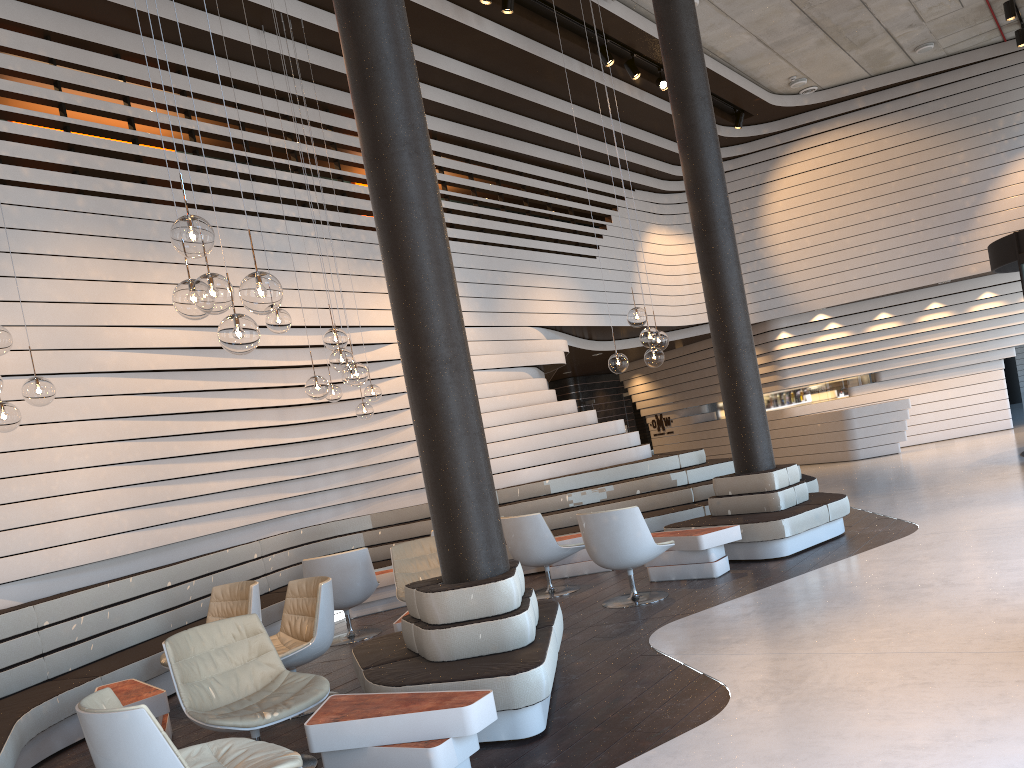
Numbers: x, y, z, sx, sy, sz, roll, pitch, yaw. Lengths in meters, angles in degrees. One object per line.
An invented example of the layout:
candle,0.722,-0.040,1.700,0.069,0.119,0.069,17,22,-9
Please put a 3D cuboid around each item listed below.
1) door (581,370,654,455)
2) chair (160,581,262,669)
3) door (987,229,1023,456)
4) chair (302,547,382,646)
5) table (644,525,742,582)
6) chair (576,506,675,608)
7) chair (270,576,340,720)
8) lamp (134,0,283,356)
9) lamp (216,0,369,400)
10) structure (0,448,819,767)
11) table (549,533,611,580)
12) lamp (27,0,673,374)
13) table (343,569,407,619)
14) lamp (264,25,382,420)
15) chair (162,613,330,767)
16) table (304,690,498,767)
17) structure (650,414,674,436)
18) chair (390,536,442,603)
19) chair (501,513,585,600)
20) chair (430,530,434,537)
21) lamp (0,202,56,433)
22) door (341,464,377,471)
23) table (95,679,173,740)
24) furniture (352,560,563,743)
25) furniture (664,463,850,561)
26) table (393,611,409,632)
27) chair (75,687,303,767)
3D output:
door,2.608,0.980,21.007,1.798,2.708,0.078,-10,2,41
chair,-2.058,1.826,6.149,0.666,0.768,0.699,-11,-1,43
door,7.893,-0.706,10.861,3.253,2.859,3.202,-12,-2,42
chair,-1.460,1.814,7.616,0.653,0.768,0.714,-10,-1,-10
table,1.479,1.462,7.545,0.920,0.371,0.407,-13,-2,38
chair,0.910,1.328,6.973,0.666,0.768,0.700,-11,-1,36
chair,-1.427,1.670,5.577,0.700,0.768,0.666,-10,-1,-34
lamp,-1.549,-2.421,3.462,0.550,4.687,0.289,-10,2,21
lamp,-1.687,-2.239,5.909,0.314,4.754,0.651,-8,3,44
structure,-2.829,1.832,5.331,5.856,0.929,17.960,-13,-4,32
table,0.682,1.693,8.765,0.910,0.371,0.411,-11,-1,9
lamp,2.644,-2.418,12.414,9.170,4.624,41.307,-12,-4,35
table,-1.361,2.076,8.795,0.898,0.371,0.417,-10,-1,-17
lamp,-1.864,-1.973,8.092,0.531,4.726,0.332,-11,2,-2
chair,-1.288,1.560,4.340,0.721,0.768,0.646,-11,-1,39
table,-0.524,1.584,3.821,0.918,0.371,0.408,-12,-2,29
structure,3.350,0.909,19.779,0.017,0.470,0.812,-12,-1,-29
chair,-0.588,1.603,6.903,0.652,0.768,0.715,-10,-1,-14
chair,0.295,1.511,7.978,0.699,0.768,0.666,-10,-1,-38
chair,-0.665,1.708,8.235,0.721,0.768,0.646,-11,-1,35
lamp,-3.103,-2.051,4.643,0.297,4.687,0.535,-9,2,31
door,-1.933,1.535,12.191,0.984,2.111,0.160,-10,2,36
table,-2.214,1.990,5.181,0.409,0.371,0.916,-10,-3,-22
furniture,-0.387,1.459,4.972,1.279,0.723,1.767,-11,-3,6
furniture,2.394,1.154,8.130,1.755,0.724,1.288,-10,-3,-19
table,-0.376,1.711,6.108,0.898,0.371,0.417,-10,-1,-17
chair,-1.167,1.466,3.290,0.700,0.768,0.666,-10,-1,-36
